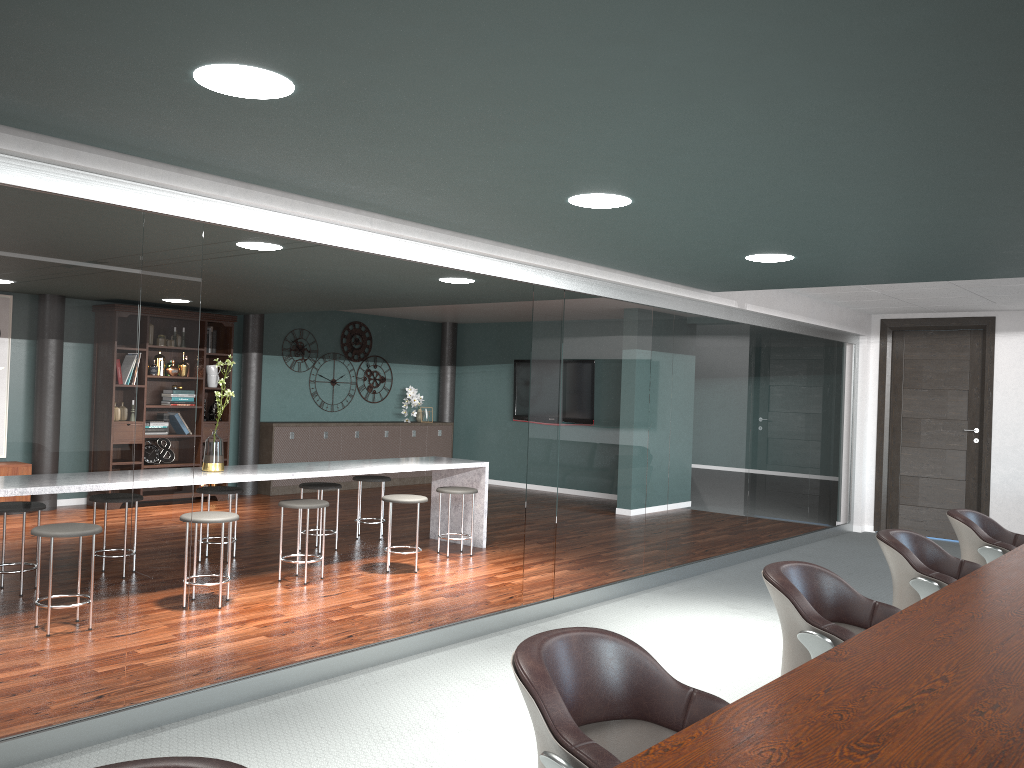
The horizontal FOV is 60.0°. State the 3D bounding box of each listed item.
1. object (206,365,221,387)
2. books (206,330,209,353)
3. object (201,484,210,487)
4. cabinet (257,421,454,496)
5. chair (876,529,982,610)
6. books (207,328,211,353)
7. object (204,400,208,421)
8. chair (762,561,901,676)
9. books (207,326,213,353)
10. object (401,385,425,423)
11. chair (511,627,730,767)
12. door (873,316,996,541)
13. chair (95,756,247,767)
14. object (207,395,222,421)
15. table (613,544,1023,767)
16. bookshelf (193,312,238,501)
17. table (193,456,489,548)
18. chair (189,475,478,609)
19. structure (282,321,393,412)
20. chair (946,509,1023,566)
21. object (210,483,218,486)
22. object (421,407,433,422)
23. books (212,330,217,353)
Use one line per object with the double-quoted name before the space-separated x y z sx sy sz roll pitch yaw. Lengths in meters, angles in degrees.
"object" -3.275 -0.096 9.555 0.268 0.262 0.137 2 -1 -10
"books" -3.303 -0.452 9.461 0.194 0.248 0.042 2 -1 40
"object" -3.268 1.053 9.401 0.073 0.175 0.144 2 -1 42
"cabinet" -4.913 0.755 7.727 0.402 0.820 12.287 2 -1 40
"chair" 1.706 0.988 3.501 0.523 0.761 0.533 2 -1 21
"books" -3.284 -0.463 9.484 0.205 0.268 0.016 2 -1 40
"object" -3.282 0.280 9.466 0.077 0.228 0.077 2 -1 23
"chair" 1.013 0.955 2.683 0.535 0.761 0.518 3 -1 -44
"books" -3.269 -0.471 9.503 0.184 0.286 0.027 2 -1 40
"object" -1.330 0.269 11.970 0.221 0.495 0.600 2 -1 14
"chair" 0.243 0.919 1.762 0.535 0.761 0.518 3 -1 -44
"door" 4.108 0.426 8.628 1.038 2.130 0.139 2 -1 40
"chair" -0.405 0.888 0.984 0.535 0.761 0.518 2 -1 -30
"object" -3.217 0.253 9.566 0.215 0.286 0.116 2 -1 36
"table" 1.371 0.989 1.755 1.374 0.706 6.694 2 -1 40
"bookshelf" -3.598 0.232 9.164 0.482 1.984 1.339 2 -1 40
"table" -1.899 0.907 5.658 0.609 0.699 4.577 2 -1 40
"chair" -1.928 1.001 5.718 1.479 0.512 4.029 2 -1 39
"structure" -2.172 -0.231 11.271 0.017 1.178 1.791 2 -1 40
"chair" 2.413 1.022 4.360 0.535 0.761 0.518 3 -1 -44
"object" -3.215 1.016 9.537 0.108 0.256 0.108 2 -1 -16
"object" -1.162 0.417 12.058 0.174 0.207 0.042 2 -1 -31
"books" -3.246 -0.450 9.529 0.194 0.248 0.042 2 -1 40
